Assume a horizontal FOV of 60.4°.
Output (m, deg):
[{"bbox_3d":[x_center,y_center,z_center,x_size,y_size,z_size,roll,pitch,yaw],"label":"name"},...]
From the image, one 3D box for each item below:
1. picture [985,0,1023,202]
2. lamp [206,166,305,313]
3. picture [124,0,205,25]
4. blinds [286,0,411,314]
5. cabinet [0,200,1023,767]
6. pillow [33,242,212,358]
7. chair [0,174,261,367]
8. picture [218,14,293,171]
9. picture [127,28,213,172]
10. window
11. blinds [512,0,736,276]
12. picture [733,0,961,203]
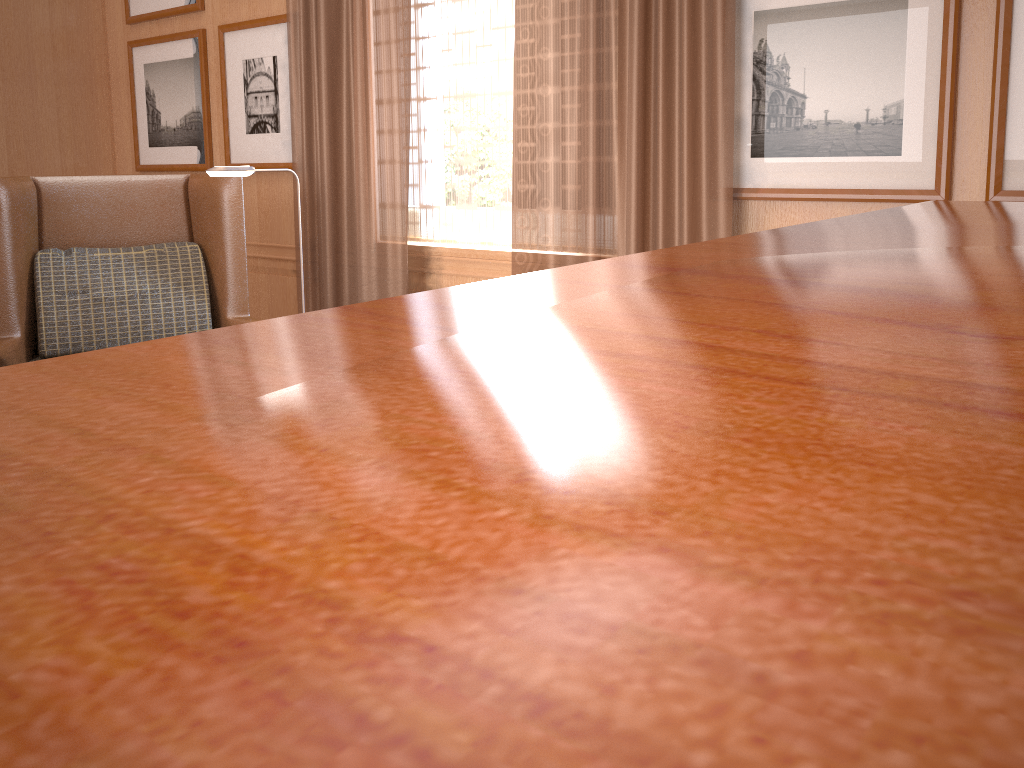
[{"bbox_3d":[2.736,-1.374,3.720,1.258,1.229,0.048,8,11,37],"label":"picture"},{"bbox_3d":[-1.586,-0.405,5.752,0.564,1.994,0.640,-1,8,0],"label":"lamp"},{"bbox_3d":[-3.226,-3.988,8.042,1.258,1.229,0.048,8,11,37],"label":"picture"},{"bbox_3d":[-1.219,-2.005,6.604,1.437,4.724,0.269,6,10,39],"label":"blinds"},{"bbox_3d":[0.790,0.851,0.916,1.425,1.910,2.805,7,14,37],"label":"cabinet"},{"bbox_3d":[-2.632,-0.588,5.985,1.078,0.696,0.546,-7,12,-27],"label":"pillow"},{"bbox_3d":[-2.432,-0.335,5.619,1.918,1.942,1.747,-6,12,-27],"label":"chair"},{"bbox_3d":[-2.112,-2.417,7.388,1.057,1.229,0.048,7,11,37],"label":"picture"},{"bbox_3d":[-3.209,-2.615,8.224,1.258,1.229,0.048,8,11,37],"label":"picture"},{"bbox_3d":[0.028,-2.599,6.226,2.449,3.325,0.856,7,11,37],"label":"window"},{"bbox_3d":[0.626,-1.678,5.201,1.455,4.714,0.269,5,10,36],"label":"blinds"},{"bbox_3d":[1.620,-1.575,4.570,1.258,1.229,0.048,8,11,37],"label":"picture"}]
